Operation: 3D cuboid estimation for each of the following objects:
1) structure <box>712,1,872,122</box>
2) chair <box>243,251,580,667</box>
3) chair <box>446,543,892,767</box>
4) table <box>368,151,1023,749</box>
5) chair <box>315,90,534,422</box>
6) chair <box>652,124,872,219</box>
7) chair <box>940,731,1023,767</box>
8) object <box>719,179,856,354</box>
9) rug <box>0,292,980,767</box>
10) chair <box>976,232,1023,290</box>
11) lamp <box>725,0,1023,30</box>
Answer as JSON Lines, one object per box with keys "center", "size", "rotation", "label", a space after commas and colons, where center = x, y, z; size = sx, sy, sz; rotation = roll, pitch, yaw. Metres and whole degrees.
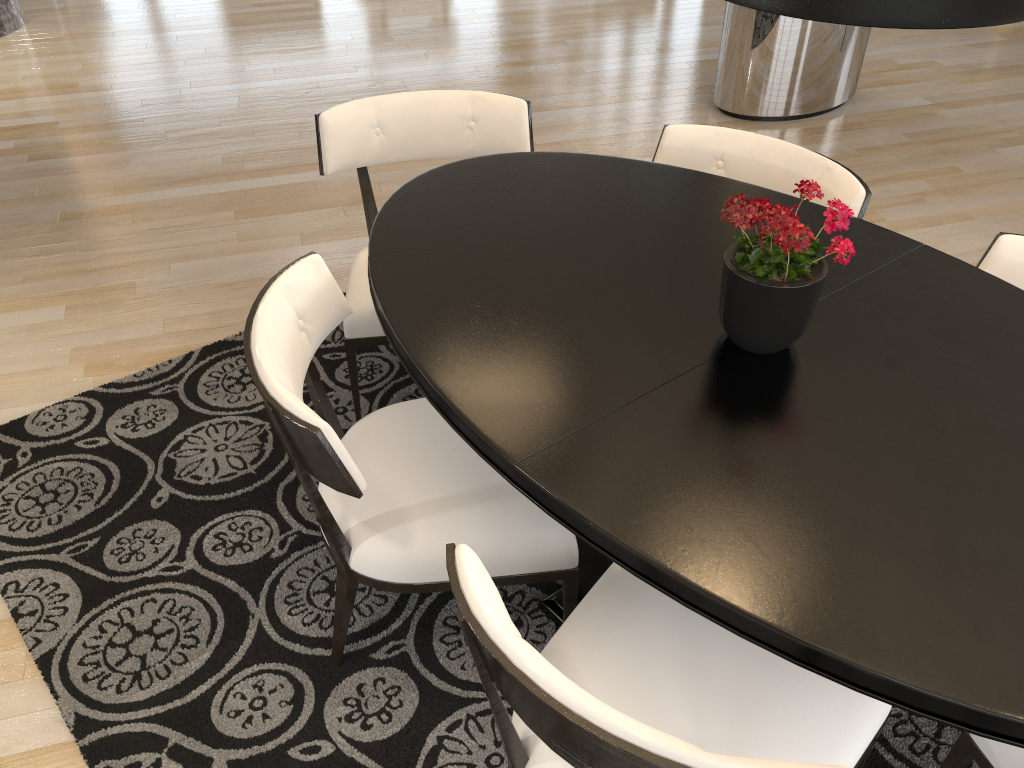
{"center": [1.472, -2.647, 3.876], "size": [0.883, 2.870, 0.566], "rotation": [-19, 43, -21], "label": "structure"}
{"center": [-0.210, 0.193, 1.992], "size": [0.615, 0.844, 0.614], "rotation": [-7, 40, -8], "label": "chair"}
{"center": [0.261, 0.580, 1.514], "size": [0.632, 0.844, 0.598], "rotation": [25, 46, 27], "label": "chair"}
{"center": [0.473, 0.216, 1.991], "size": [1.188, 0.806, 2.044], "rotation": [-26, 46, -28], "label": "table"}
{"center": [-0.226, -0.384, 2.702], "size": [0.642, 0.844, 0.588], "rotation": [-7, 40, -8], "label": "chair"}
{"center": [0.527, -0.203, 2.477], "size": [0.628, 0.844, 0.601], "rotation": [32, 49, 32], "label": "chair"}
{"center": [1.155, 0.691, 1.376], "size": [0.640, 0.844, 0.590], "rotation": [-12, 41, -14], "label": "chair"}
{"center": [0.490, -0.215, 1.637], "size": [0.225, 0.312, 0.230], "rotation": [-26, 46, -27], "label": "object"}
{"center": [0.502, 0.556, 2.204], "size": [2.666, 0.011, 3.618], "rotation": [-28, 47, -30], "label": "rug"}
{"center": [1.096, 0.188, 1.994], "size": [0.609, 0.844, 0.620], "rotation": [-20, 43, -22], "label": "chair"}
{"center": [0.506, -1.123, 0.821], "size": [0.525, 1.391, 0.521], "rotation": [-28, 47, -29], "label": "lamp"}
